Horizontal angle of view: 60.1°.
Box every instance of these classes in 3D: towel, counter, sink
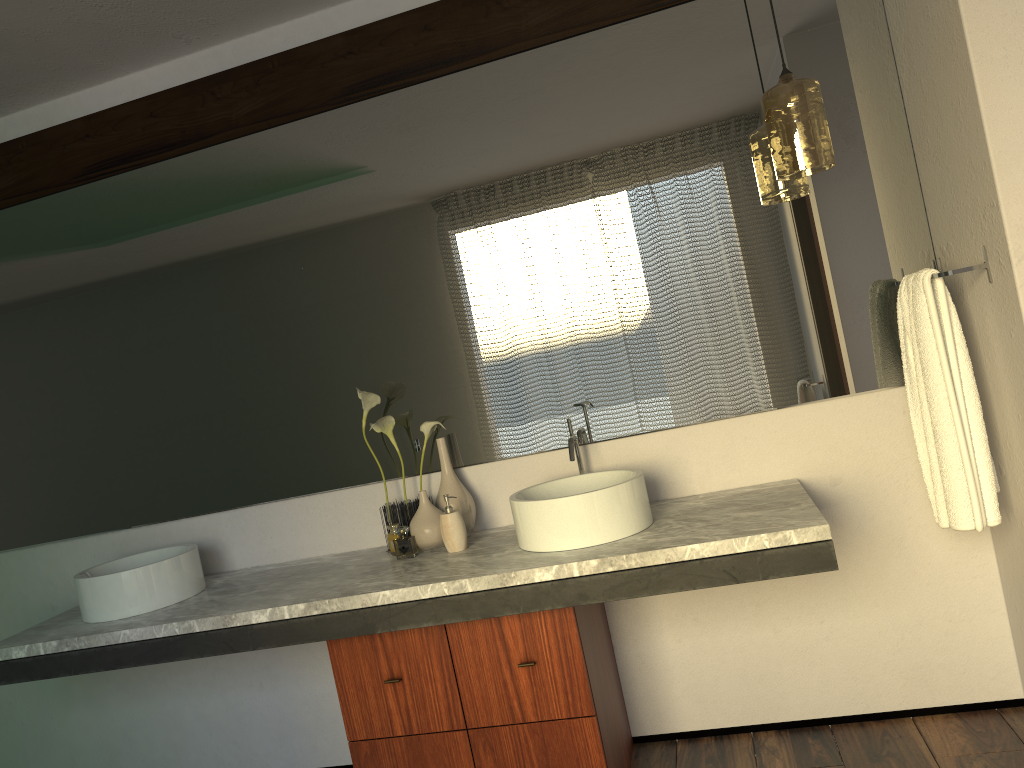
[{"bbox_3d":[1.040,0.040,2.144,0.165,0.636,0.252,-11,1,31],"label":"towel"},{"bbox_3d":[-0.339,0.553,2.459,2.285,0.101,0.580,-12,1,14],"label":"counter"},{"bbox_3d":[-1.117,0.595,2.668,0.362,0.131,0.352,-12,1,16],"label":"sink"},{"bbox_3d":[0.180,0.328,2.330,0.355,0.131,0.360,-12,1,-9],"label":"sink"}]

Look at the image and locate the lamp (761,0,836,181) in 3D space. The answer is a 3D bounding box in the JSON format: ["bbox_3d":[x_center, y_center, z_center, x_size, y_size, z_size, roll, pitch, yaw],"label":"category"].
[{"bbox_3d":[0.632,-0.942,2.167,0.136,0.867,0.142,-12,1,-34],"label":"lamp"}]

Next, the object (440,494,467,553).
[{"bbox_3d":[-0.167,0.385,2.459,0.070,0.158,0.071,-12,1,-4],"label":"object"}]

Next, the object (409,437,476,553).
[{"bbox_3d":[-0.217,0.319,2.583,0.123,0.305,0.234,-11,1,39],"label":"object"}]

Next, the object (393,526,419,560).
[{"bbox_3d":[-0.303,0.445,2.498,0.058,0.090,0.038,-12,1,23],"label":"object"}]

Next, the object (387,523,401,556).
[{"bbox_3d":[-0.334,0.452,2.566,0.038,0.092,0.067,-12,1,-27],"label":"object"}]

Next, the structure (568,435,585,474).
[{"bbox_3d":[0.173,0.269,2.496,0.067,0.242,0.162,-12,1,16],"label":"structure"}]

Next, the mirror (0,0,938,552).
[{"bbox_3d":[-0.895,-0.182,2.841,4.126,1.152,0.017,-12,1,14],"label":"mirror"}]

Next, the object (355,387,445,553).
[{"bbox_3d":[-0.307,0.234,2.633,0.242,0.504,0.189,-12,1,-9],"label":"object"}]

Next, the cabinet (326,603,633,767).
[{"bbox_3d":[-0.068,0.851,2.450,0.667,0.599,0.506,-12,1,13],"label":"cabinet"}]

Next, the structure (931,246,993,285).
[{"bbox_3d":[1.039,-0.265,2.135,0.103,0.088,0.365,-12,1,12],"label":"structure"}]
